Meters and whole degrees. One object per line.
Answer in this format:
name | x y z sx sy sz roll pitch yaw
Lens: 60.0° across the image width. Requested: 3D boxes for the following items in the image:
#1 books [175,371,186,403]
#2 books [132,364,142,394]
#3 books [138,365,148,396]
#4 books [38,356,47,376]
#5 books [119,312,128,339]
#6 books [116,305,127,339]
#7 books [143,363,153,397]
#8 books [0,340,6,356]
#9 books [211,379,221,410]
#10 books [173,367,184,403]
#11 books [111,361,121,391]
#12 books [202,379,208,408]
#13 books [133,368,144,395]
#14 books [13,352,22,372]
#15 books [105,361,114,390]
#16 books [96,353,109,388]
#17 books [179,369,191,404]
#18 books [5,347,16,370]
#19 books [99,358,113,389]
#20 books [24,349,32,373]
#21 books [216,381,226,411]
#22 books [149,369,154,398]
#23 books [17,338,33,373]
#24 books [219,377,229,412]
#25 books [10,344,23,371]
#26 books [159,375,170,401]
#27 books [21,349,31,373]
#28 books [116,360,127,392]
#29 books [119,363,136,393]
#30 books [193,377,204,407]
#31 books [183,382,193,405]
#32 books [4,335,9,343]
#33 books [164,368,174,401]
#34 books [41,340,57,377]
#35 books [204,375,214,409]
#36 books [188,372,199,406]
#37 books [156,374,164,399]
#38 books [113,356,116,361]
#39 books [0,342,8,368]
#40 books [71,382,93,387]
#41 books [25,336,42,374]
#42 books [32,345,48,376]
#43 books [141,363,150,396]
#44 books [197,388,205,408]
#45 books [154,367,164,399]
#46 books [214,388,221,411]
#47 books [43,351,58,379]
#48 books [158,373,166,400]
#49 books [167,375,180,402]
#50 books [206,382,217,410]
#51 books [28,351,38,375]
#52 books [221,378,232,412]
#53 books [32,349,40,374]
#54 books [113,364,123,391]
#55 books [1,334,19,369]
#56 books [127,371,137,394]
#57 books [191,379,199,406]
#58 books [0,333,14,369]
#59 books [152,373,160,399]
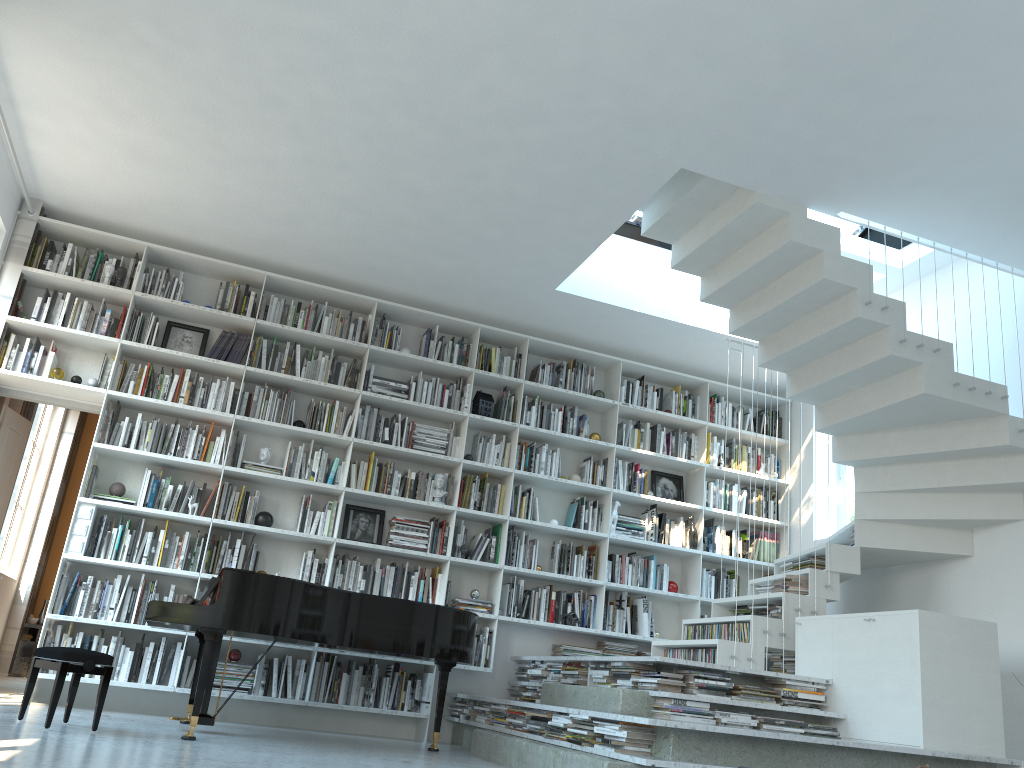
books | -2.362 0.058 6.310 0.023 0.270 0.187 13 -20 -17
books | -2.641 0.004 6.234 0.010 0.262 0.151 13 -20 -17
books | -2.600 0.016 6.240 0.014 0.251 0.187 13 -20 -17
books | -3.202 -0.083 6.064 0.029 0.190 0.135 13 -20 -17
books | -2.762 -0.374 6.318 0.037 0.267 0.113 13 -20 -17
books | -2.779 -0.395 6.300 0.014 0.293 0.173 13 -20 -17
books | -2.566 0.009 6.247 0.011 0.276 0.164 13 -20 -17
books | -3.438 -0.163 5.971 0.013 0.227 0.179 13 -20 -17
books | -2.139 0.113 6.381 0.022 0.262 0.175 13 -20 -17
books | -2.383 0.044 6.327 0.014 0.302 0.152 13 -20 -17
books | -2.769 -0.018 6.202 0.012 0.253 0.161 13 -20 -17
books | -2.213 0.106 6.381 0.035 0.259 0.131 13 -20 -17
books | -2.622 0.022 6.231 0.030 0.229 0.172 13 -20 -17
books | -3.348 -0.112 6.019 0.029 0.184 0.135 13 -20 -17
books | -2.779 -0.021 6.151 0.021 0.224 0.232 13 -20 -17
books | -2.852 -0.056 6.168 0.012 0.284 0.160 13 -20 -17
books | -2.334 0.055 6.316 0.030 0.284 0.185 13 -20 -17
books | -3.377 -0.131 5.994 0.029 0.196 0.161 13 -20 -17
books | -2.834 -0.037 6.192 0.044 0.268 0.134 13 -20 -17
books | -3.278 -0.114 6.023 0.011 0.205 0.163 13 -20 -17
books | -2.112 0.125 6.412 0.024 0.265 0.155 13 -20 -17
books | -2.547 0.033 6.267 0.047 0.249 0.134 13 -20 -17
books | -3.313 -0.157 6.027 0.022 0.280 0.157 13 -20 -17
books | -2.084 0.109 6.395 0.012 0.290 0.183 13 -20 -17
books | -3.355 -0.140 5.996 0.010 0.219 0.181 13 -20 -17
books | -2.461 0.064 6.277 0.031 0.216 0.173 13 -20 -17
books | -3.301 -0.116 6.038 0.023 0.213 0.141 13 -20 -17
books | -2.731 -0.020 6.198 0.012 0.262 0.181 13 -20 -17
books | -2.702 -0.005 6.222 0.062 0.257 0.153 13 -20 -17
books | -2.255 0.095 6.364 0.029 0.260 0.158 13 -20 -17
books | -2.310 0.103 6.307 0.029 0.194 0.192 13 -20 -17
books | -3.443 -0.189 5.964 0.011 0.271 0.189 13 -20 -17
books | -2.439 0.044 6.297 0.014 0.271 0.181 13 -20 -17
books | -3.170 -0.135 6.069 0.013 0.297 0.179 13 -20 -17
books | -2.184 0.096 6.374 0.012 0.280 0.188 13 -20 -17
books | -2.289 0.074 6.353 0.025 0.285 0.161 13 -20 -17
books | -2.493 0.056 6.267 0.014 0.217 0.164 13 -20 -17
books | -2.802 -0.043 6.189 0.010 0.285 0.137 13 -20 -17
books | -3.426 -0.157 5.974 0.013 0.221 0.163 13 -20 -17
books | -3.012 0.018 6.093 0.285 0.012 0.160 12 -20 -15
books | -3.256 -0.159 6.025 0.013 0.296 0.188 13 -20 -17
books | -3.209 -0.121 6.027 0.021 0.236 0.189 13 -20 -17
books | -2.584 0.007 6.253 0.020 0.280 0.165 13 -20 -17
books | -2.235 0.135 6.358 0.022 0.185 0.137 13 -20 -17
books | -2.507 0.029 6.284 0.012 0.276 0.151 13 -20 -17
books | -2.130 0.147 6.389 0.013 0.205 0.173 13 -20 -17
books | -3.151 -0.093 6.049 0.029 0.210 0.187 13 -20 -17
books | -2.483 0.055 6.279 0.011 0.228 0.170 13 -20 -17
books | -2.415 0.067 6.305 0.047 0.237 0.163 13 -20 -17
books | -2.165 0.123 6.369 0.030 0.230 0.173 13 -20 -17
books | -3.249 -0.102 6.026 0.024 0.192 0.181 13 -20 -17
books | -2.072 0.117 6.411 0.022 0.288 0.170 13 -20 -17
books | -3.233 -0.116 6.044 0.010 0.233 0.165 13 -20 -17
books | -2.751 -0.007 6.195 0.022 0.231 0.151 13 -20 -17
books | -3.394 -0.178 5.993 0.023 0.280 0.171 13 -20 -17
books | -2.656 0.027 6.204 0.026 0.194 0.176 13 -20 -17
books | -2.271 0.100 6.340 0.013 0.231 0.172 13 -20 -17
books | -3.417 -0.186 6.012 0.013 0.301 0.135 13 -20 -17
books | -2.522 0.049 6.277 0.012 0.229 0.150 13 -20 -17
